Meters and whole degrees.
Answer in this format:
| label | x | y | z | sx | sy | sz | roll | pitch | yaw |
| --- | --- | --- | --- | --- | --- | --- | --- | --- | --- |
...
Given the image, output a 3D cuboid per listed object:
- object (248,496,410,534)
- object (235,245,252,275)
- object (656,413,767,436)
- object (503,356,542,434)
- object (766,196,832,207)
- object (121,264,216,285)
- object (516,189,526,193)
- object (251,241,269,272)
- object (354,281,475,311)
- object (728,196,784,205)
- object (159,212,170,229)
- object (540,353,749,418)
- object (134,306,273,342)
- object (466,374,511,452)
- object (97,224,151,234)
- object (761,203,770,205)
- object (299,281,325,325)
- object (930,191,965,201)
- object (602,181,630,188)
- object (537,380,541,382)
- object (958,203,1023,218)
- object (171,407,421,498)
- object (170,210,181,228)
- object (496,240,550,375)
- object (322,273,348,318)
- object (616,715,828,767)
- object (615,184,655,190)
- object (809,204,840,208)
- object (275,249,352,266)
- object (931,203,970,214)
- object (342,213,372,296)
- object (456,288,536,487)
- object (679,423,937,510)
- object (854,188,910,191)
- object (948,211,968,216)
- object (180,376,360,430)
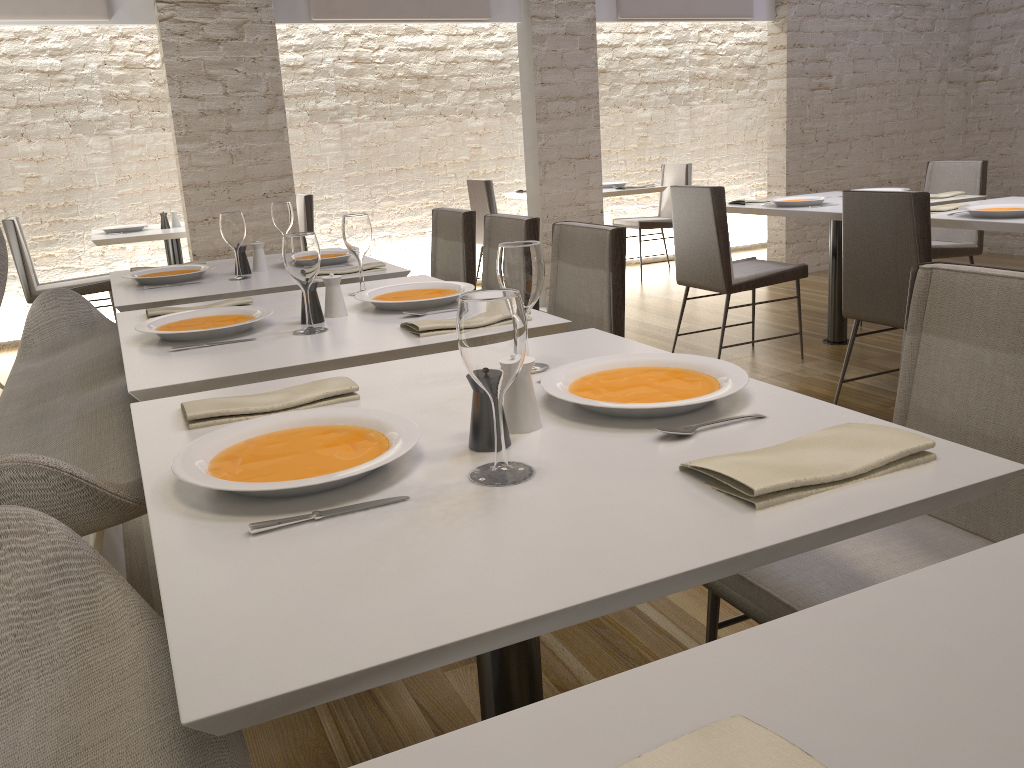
| label | x | y | z | sx | sy | sz | roll | pitch | yaw |
| --- | --- | --- | --- | --- | --- | --- | --- | --- | --- |
| object | -0.207 | 0.146 | 1.016 | 0.185 | 0.010 | 0.017 | -10 | 16 | -23 |
| object | -0.978 | -0.452 | 3.203 | 0.059 | 0.108 | 0.060 | -1 | 14 | 11 |
| object | 0.279 | 0.054 | 1.228 | 0.182 | 0.015 | 0.038 | -10 | 16 | -22 |
| object | 0.011 | 0.010 | 1.276 | 0.059 | 0.108 | 0.060 | -1 | 14 | 11 |
| object | 1.461 | -0.927 | 4.516 | 0.321 | 0.036 | 0.325 | 2 | 16 | 21 |
| object | -1.226 | -0.388 | 3.175 | 0.321 | 0.036 | 0.325 | 0 | 16 | 13 |
| object | 0.184 | -1.584 | 7.249 | 0.273 | 0.032 | 0.143 | -10 | 17 | -23 |
| object | -0.934 | -0.474 | 3.271 | 0.059 | 0.108 | 0.060 | -1 | 14 | 11 |
| object | -0.258 | -0.232 | 2.373 | 0.321 | 0.036 | 0.325 | 0 | 16 | 13 |
| object | 1.334 | -0.997 | 4.828 | 0.273 | 0.032 | 0.143 | -10 | 17 | -23 |
| object | -2.248 | -1.060 | 5.729 | 0.059 | 0.108 | 0.060 | -9 | 15 | -21 |
| object | 0.206 | 0.006 | 1.391 | 0.321 | 0.036 | 0.325 | 0 | 16 | 13 |
| object | -0.746 | -0.142 | 2.161 | 0.321 | 0.036 | 0.325 | 0 | 16 | 13 |
| object | -0.034 | 0.031 | 1.207 | 0.059 | 0.108 | 0.060 | -1 | 14 | 11 |
| object | -2.495 | -0.996 | 5.701 | 0.321 | 0.036 | 0.324 | -1 | 15 | 11 |
| object | 1.384 | -0.958 | 4.673 | 0.182 | 0.015 | 0.038 | -10 | 16 | -22 |
| object | -0.498 | -0.206 | 2.188 | 0.059 | 0.108 | 0.060 | -1 | 14 | 11 |
| object | 2.099 | -0.932 | 4.409 | 0.273 | 0.032 | 0.143 | -10 | 17 | -23 |
| object | 0.799 | -1.603 | 7.148 | 0.321 | 0.036 | 0.324 | -1 | 15 | 11 |
| object | 0.128 | -0.021 | 1.550 | 0.185 | 0.010 | 0.017 | -10 | 16 | -23 |
| object | 1.941 | -0.682 | 3.502 | 0.321 | 0.036 | 0.325 | 2 | 16 | 21 |
| object | -0.281 | 0.095 | 1.179 | 0.321 | 0.036 | 0.325 | 0 | 16 | 13 |
| object | -2.204 | -1.082 | 5.798 | 0.059 | 0.108 | 0.060 | -9 | 15 | -21 |
| object | 0.020 | -0.138 | 1.589 | 0.086 | 0.229 | 0.087 | -2 | 13 | 6 |
| object | -0.454 | -0.228 | 2.257 | 0.059 | 0.108 | 0.060 | -1 | 14 | 11 |
| object | 0.063 | 0.267 | 0.497 | 0.273 | 0.032 | 0.143 | -10 | 17 | -23 |
| object | 0.949 | -1.519 | 6.829 | 0.273 | 0.032 | 0.143 | -10 | 17 | -23 |
| object | 1.535 | -0.877 | 4.353 | 0.185 | 0.010 | 0.017 | -10 | 16 | -23 |
| object | -0.738 | -0.478 | 3.387 | 0.321 | 0.036 | 0.325 | 0 | 16 | 13 |
| object | 1.814 | -0.752 | 3.814 | 0.273 | 0.032 | 0.143 | -10 | 17 | -23 |
| object | -0.442 | -0.374 | 2.565 | 0.086 | 0.229 | 0.087 | -2 | 13 | 6 |
| object | -0.020 | 0.003 | 1.084 | 0.086 | 0.229 | 0.087 | -2 | 13 | 6 |
| object | 0.357 | 0.091 | 1.072 | 0.273 | 0.032 | 0.143 | -10 | 17 | -23 |
| object | 1.948 | -1.017 | 4.728 | 0.321 | 0.036 | 0.325 | 2 | 16 | 21 |
| object | 1.864 | -0.712 | 3.659 | 0.182 | 0.015 | 0.038 | -10 | 16 | -22 |
| object | -0.408 | 0.026 | 1.492 | 0.273 | 0.032 | 0.143 | -10 | 17 | -23 |
